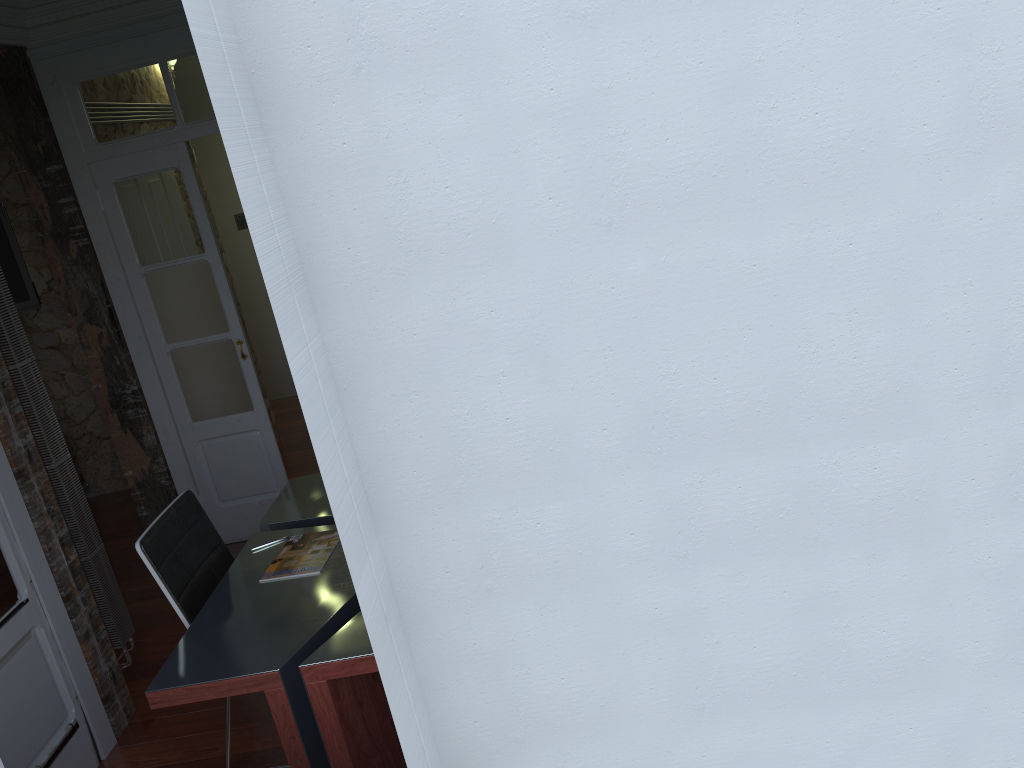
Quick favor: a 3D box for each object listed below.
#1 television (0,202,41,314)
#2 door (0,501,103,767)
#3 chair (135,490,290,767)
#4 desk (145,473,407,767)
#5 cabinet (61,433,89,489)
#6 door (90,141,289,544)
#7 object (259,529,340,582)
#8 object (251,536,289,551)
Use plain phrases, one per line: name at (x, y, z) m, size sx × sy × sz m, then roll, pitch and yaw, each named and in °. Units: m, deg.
television at (-3.712, -0.724, 5.825) m, size 1.126 × 0.722 × 0.106 m, roll -11°, pitch 15°, yaw 6°
door at (-1.812, 0.563, 2.561) m, size 0.041 × 2.153 × 1.177 m, roll -11°, pitch 15°, yaw 6°
chair at (-0.836, 0.826, 3.149) m, size 0.601 × 0.907 × 0.482 m, roll -11°, pitch 15°, yaw 6°
desk at (-0.098, 0.781, 3.185) m, size 1.710 × 0.645 × 1.467 m, roll -11°, pitch 17°, yaw 6°
cabinet at (-3.707, 0.786, 6.035) m, size 1.421 × 0.504 × 0.495 m, roll -11°, pitch 16°, yaw 5°
door at (-1.298, -0.237, 4.735) m, size 1.194 × 2.154 × 0.486 m, roll -18°, pitch 15°, yaw -19°
object at (-0.730, 0.599, 3.117) m, size 0.223 × 0.012 × 0.312 m, roll -10°, pitch 17°, yaw 10°
object at (-0.885, 0.585, 3.259) m, size 0.150 × 0.011 × 0.011 m, roll -18°, pitch 17°, yaw -18°
